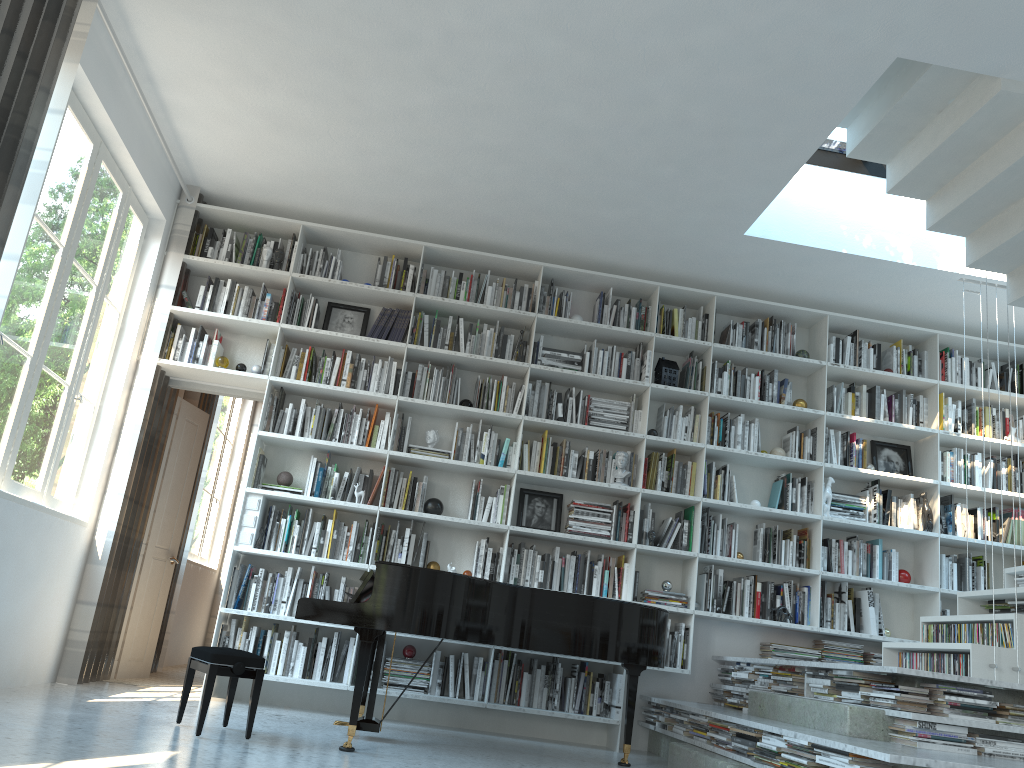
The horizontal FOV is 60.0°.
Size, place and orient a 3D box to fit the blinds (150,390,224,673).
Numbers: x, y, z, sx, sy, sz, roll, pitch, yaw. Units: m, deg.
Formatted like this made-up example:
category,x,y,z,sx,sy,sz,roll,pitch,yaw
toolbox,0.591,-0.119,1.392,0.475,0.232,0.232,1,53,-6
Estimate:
category,x,y,z,sx,sy,sz,roll,pitch,yaw
blinds,-2.566,0.615,7.036,0.140,3.220,0.778,9,-16,-5

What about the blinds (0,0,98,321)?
category,x,y,z,sx,sy,sz,roll,pitch,yaw
blinds,-2.068,-0.467,3.234,0.140,3.220,0.778,9,-16,-5

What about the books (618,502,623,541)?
category,x,y,z,sx,sy,sz,roll,pitch,yaw
books,0.716,0.949,6.008,0.011,0.287,0.152,9,-16,-5

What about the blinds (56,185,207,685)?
category,x,y,z,sx,sy,sz,roll,pitch,yaw
blinds,-2.418,0.294,5.908,0.140,3.220,0.778,9,-16,-5

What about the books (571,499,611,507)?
category,x,y,z,sx,sy,sz,roll,pitch,yaw
books,0.531,0.818,6.013,0.254,0.012,0.161,8,-17,-1

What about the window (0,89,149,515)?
category,x,y,z,sx,sy,sz,roll,pitch,yaw
window,-2.366,-0.405,4.593,0.073,2.002,1.989,9,-16,-5

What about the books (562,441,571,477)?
category,x,y,z,sx,sy,sz,roll,pitch,yaw
books,0.355,0.539,6.049,0.028,0.267,0.190,9,-16,-5

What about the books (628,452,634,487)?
category,x,y,z,sx,sy,sz,roll,pitch,yaw
books,0.802,0.615,6.101,0.014,0.265,0.154,9,-16,-5

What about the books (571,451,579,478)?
category,x,y,z,sx,sy,sz,roll,pitch,yaw
books,0.413,0.578,6.062,0.030,0.214,0.169,9,-16,-5

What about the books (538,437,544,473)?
category,x,y,z,sx,sy,sz,roll,pitch,yaw
books,0.184,0.514,6.070,0.010,0.283,0.137,9,-16,-5

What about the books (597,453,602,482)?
category,x,y,z,sx,sy,sz,roll,pitch,yaw
books,0.580,0.602,6.094,0.025,0.229,0.143,9,-16,-5

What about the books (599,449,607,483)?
category,x,y,z,sx,sy,sz,roll,pitch,yaw
books,0.609,0.587,6.082,0.025,0.258,0.151,9,-16,-5

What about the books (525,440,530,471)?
category,x,y,z,sx,sy,sz,roll,pitch,yaw
books,0.103,0.517,6.042,0.042,0.241,0.162,9,-16,-5

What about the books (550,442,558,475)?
category,x,y,z,sx,sy,sz,roll,pitch,yaw
books,0.273,0.540,6.074,0.028,0.258,0.135,9,-16,-5

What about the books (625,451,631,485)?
category,x,y,z,sx,sy,sz,roll,pitch,yaw
books,0.781,0.610,6.116,0.025,0.278,0.108,9,-16,-5

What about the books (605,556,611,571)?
category,x,y,z,sx,sy,sz,roll,pitch,yaw
books,0.623,1.295,5.913,0.010,0.283,0.132,9,-16,-5

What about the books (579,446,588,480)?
category,x,y,z,sx,sy,sz,roll,pitch,yaw
books,0.486,0.569,6.077,0.014,0.258,0.162,9,-16,-5

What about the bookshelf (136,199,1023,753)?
category,x,y,z,sx,sy,sz,roll,pitch,yaw
bookshelf,0.618,0.786,5.972,6.298,3.132,0.331,9,-16,-5

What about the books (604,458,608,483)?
category,x,y,z,sx,sy,sz,roll,pitch,yaw
books,0.626,0.620,6.092,0.022,0.206,0.114,9,-16,-5

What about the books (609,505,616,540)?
category,x,y,z,sx,sy,sz,roll,pitch,yaw
books,0.669,0.956,5.992,0.012,0.253,0.161,9,-16,-5

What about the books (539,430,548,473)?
category,x,y,z,sx,sy,sz,roll,pitch,yaw
books,0.204,0.488,6.034,0.014,0.316,0.188,9,-16,-5

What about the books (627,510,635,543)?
category,x,y,z,sx,sy,sz,roll,pitch,yaw
books,0.780,0.982,5.984,0.034,0.228,0.200,9,-16,-5

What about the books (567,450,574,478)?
category,x,y,z,sx,sy,sz,roll,pitch,yaw
books,0.386,0.573,6.059,0.024,0.216,0.176,9,-16,-5

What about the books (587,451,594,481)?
category,x,y,z,sx,sy,sz,roll,pitch,yaw
books,0.516,0.586,6.060,0.029,0.223,0.186,9,-16,-5

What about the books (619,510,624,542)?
category,x,y,z,sx,sy,sz,roll,pitch,yaw
books,0.723,0.979,6.008,0.013,0.232,0.134,9,-16,-5

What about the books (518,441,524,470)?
category,x,y,z,sx,sy,sz,roll,pitch,yaw
books,0.051,0.515,6.050,0.011,0.234,0.142,9,-16,-5

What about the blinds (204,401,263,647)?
category,x,y,z,sx,sy,sz,roll,pitch,yaw
blinds,-2.916,1.375,9.709,0.140,3.220,0.778,9,-16,-5

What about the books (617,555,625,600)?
category,x,y,z,sx,sy,sz,roll,pitch,yaw
books,0.714,1.299,5.915,0.011,0.299,0.149,9,-16,-5

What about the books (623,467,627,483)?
category,x,y,z,sx,sy,sz,roll,pitch,yaw
books,0.757,0.612,6.101,0.025,0.259,0.131,9,-16,-5

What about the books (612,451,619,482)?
category,x,y,z,sx,sy,sz,roll,pitch,yaw
books,0.704,0.605,6.107,0.014,0.262,0.135,9,-16,-5

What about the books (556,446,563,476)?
category,x,y,z,sx,sy,sz,roll,pitch,yaw
books,0.311,0.554,6.062,0.025,0.235,0.137,9,-16,-5

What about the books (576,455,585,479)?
category,x,y,z,sx,sy,sz,roll,pitch,yaw
books,0.450,0.595,6.075,0.050,0.198,0.146,9,-16,-5

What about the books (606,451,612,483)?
category,x,y,z,sx,sy,sz,roll,pitch,yaw
books,0.653,0.597,6.095,0.024,0.258,0.127,9,-16,-5

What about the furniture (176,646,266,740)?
category,x,y,z,sx,sy,sz,roll,pitch,yaw
furniture,-1.291,1.351,3.927,0.240,0.352,0.468,17,-19,-29

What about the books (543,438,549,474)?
category,x,y,z,sx,sy,sz,roll,pitch,yaw
books,0.214,0.514,6.028,0.015,0.266,0.189,9,-16,-5

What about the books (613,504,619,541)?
category,x,y,z,sx,sy,sz,roll,pitch,yaw
books,0.681,0.954,5.992,0.011,0.260,0.185,9,-16,-5

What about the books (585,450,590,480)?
category,x,y,z,sx,sy,sz,roll,pitch,yaw
books,0.497,0.582,6.070,0.010,0.233,0.175,9,-16,-5

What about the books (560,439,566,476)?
category,x,y,z,sx,sy,sz,roll,pitch,yaw
books,0.334,0.532,6.063,0.013,0.283,0.177,9,-16,-5

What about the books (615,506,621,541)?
category,x,y,z,sx,sy,sz,roll,pitch,yaw
books,0.702,0.963,6.004,0.013,0.255,0.163,9,-16,-5

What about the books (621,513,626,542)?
category,x,y,z,sx,sy,sz,roll,pitch,yaw
books,0.739,0.989,6.006,0.021,0.216,0.132,9,-16,-5

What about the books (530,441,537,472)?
category,x,y,z,sx,sy,sz,roll,pitch,yaw
books,0.136,0.522,6.055,0.026,0.247,0.139,9,-16,-5

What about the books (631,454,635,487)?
category,x,y,z,sx,sy,sz,roll,pitch,yaw
books,0.814,0.623,6.113,0.014,0.260,0.137,9,-16,-5

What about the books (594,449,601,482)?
category,x,y,z,sx,sy,sz,roll,pitch,yaw
books,0.568,0.582,6.059,0.012,0.244,0.186,9,-16,-5

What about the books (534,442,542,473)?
category,x,y,z,sx,sy,sz,roll,pitch,yaw
books,0.163,0.528,6.050,0.029,0.239,0.156,9,-16,-5

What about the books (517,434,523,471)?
category,x,y,z,sx,sy,sz,roll,pitch,yaw
books,0.043,0.492,6.056,0.010,0.281,0.140,9,-16,-5

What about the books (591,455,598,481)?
category,x,y,z,sx,sy,sz,roll,pitch,yaw
books,0.543,0.603,6.061,0.029,0.200,0.179,9,-16,-5

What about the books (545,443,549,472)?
category,x,y,z,sx,sy,sz,roll,pitch,yaw
books,0.221,0.535,6.057,0.010,0.244,0.150,9,-16,-5

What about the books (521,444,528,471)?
category,x,y,z,sx,sy,sz,roll,pitch,yaw
books,0.084,0.526,6.025,0.053,0.208,0.156,9,-16,-5

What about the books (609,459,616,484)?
category,x,y,z,sx,sy,sz,roll,pitch,yaw
books,0.678,0.628,6.088,0.035,0.201,0.149,9,-16,-5

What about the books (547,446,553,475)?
category,x,y,z,sx,sy,sz,roll,pitch,yaw
books,0.246,0.549,6.062,0.024,0.228,0.148,9,-16,-5

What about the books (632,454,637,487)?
category,x,y,z,sx,sy,sz,roll,pitch,yaw
books,0.831,0.626,6.122,0.023,0.264,0.107,9,-16,-5

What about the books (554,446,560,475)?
category,x,y,z,sx,sy,sz,roll,pitch,yaw
books,0.293,0.552,6.052,0.012,0.227,0.170,9,-16,-5

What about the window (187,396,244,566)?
category,x,y,z,sx,sy,sz,roll,pitch,yaw
window,-2.863,0.675,8.392,0.073,2.002,1.989,9,-16,-5

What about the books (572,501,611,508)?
category,x,y,z,sx,sy,sz,roll,pitch,yaw
books,0.529,0.830,6.012,0.254,0.012,0.161,10,-17,-8

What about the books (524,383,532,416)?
category,x,y,z,sx,sy,sz,roll,pitch,yaw
books,0.099,0.145,6.138,0.026,0.266,0.171,9,-16,-5

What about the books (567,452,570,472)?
category,x,y,z,sx,sy,sz,roll,pitch,yaw
books,0.369,0.557,6.075,0.011,0.251,0.131,9,-16,-5

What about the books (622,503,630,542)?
category,x,y,z,sx,sy,sz,roll,pitch,yaw
books,0.760,0.957,5.999,0.011,0.278,0.186,9,-16,-5

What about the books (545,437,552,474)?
category,x,y,z,sx,sy,sz,roll,pitch,yaw
books,0.236,0.515,6.046,0.010,0.280,0.171,9,-16,-5
